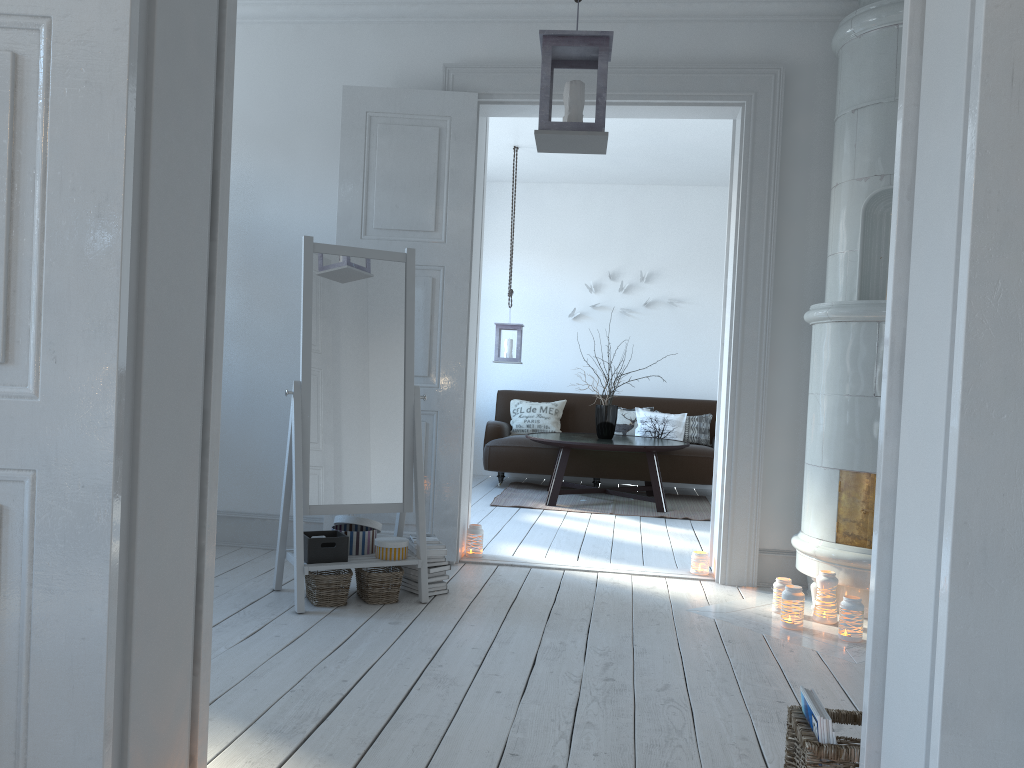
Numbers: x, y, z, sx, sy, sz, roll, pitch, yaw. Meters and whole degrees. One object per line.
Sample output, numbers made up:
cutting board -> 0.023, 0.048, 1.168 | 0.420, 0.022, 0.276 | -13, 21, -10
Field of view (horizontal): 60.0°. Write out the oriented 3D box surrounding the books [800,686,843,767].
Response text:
books -> 0.709, 0.811, 1.835 | 0.201, 0.300, 0.179 | 3, 1, 7

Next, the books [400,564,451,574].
books -> -0.380, 0.792, 3.873 | 0.193, 0.022, 0.128 | 3, 1, 40

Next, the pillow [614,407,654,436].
pillow -> 1.019, 0.366, 7.910 | 0.473, 0.348, 0.158 | 3, 1, 6

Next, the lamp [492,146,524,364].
lamp -> 0.007, -1.048, 7.182 | 0.228, 1.763, 0.228 | 3, 1, 4

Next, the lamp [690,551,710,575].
lamp -> 0.948, 0.903, 4.466 | 0.093, 0.110, 0.093 | 3, 1, 24

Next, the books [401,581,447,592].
books -> -0.388, 0.880, 3.883 | 0.128, 0.016, 0.176 | 2, 1, -42

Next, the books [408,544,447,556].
books -> -0.373, 0.717, 3.869 | 0.128, 0.026, 0.200 | 3, 0, -21

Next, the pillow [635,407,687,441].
pillow -> 1.299, 0.371, 7.797 | 0.471, 0.309, 0.188 | 3, 1, 8

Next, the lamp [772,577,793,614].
lamp -> 1.162, 0.909, 3.805 | 0.084, 0.146, 0.084 | 3, 1, 12

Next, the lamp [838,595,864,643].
lamp -> 1.315, 0.909, 3.436 | 0.089, 0.166, 0.089 | 3, 1, 6

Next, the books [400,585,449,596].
books -> -0.384, 0.898, 3.885 | 0.128, 0.016, 0.178 | 2, 1, -45

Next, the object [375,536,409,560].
object -> -0.504, 0.688, 3.715 | 0.142, 0.074, 0.142 | 3, 1, -9

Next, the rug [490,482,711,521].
rug -> 0.740, 0.911, 7.119 | 1.710, 0.055, 1.456 | 3, 0, 8

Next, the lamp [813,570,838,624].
lamp -> 1.306, 0.885, 3.686 | 0.098, 0.210, 0.098 | 3, 1, 12

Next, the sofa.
sofa -> 0.864, 0.514, 7.864 | 2.165, 0.825, 0.968 | 3, 1, 7

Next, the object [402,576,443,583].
object -> -0.393, 0.848, 3.892 | 0.111, 0.014, 0.156 | 2, 1, -40

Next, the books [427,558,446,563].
books -> -0.382, 0.754, 3.880 | 0.128, 0.016, 0.176 | 3, 0, -26

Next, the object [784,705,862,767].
object -> 0.720, 0.844, 1.833 | 0.270, 0.265, 0.223 | 3, 1, 7

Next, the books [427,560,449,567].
books -> -0.378, 0.772, 3.882 | 0.128, 0.016, 0.178 | 2, 1, -40

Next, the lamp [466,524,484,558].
lamp -> -0.194, 0.818, 4.626 | 0.089, 0.166, 0.089 | 3, 1, 6

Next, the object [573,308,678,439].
object -> 0.883, -0.087, 6.991 | 0.846, 1.066, 0.525 | 2, 1, -22

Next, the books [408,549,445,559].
books -> -0.382, 0.738, 3.877 | 0.128, 0.016, 0.180 | 3, 0, -22

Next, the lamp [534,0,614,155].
lamp -> 0.232, -1.646, 2.814 | 0.228, 1.763, 0.228 | 3, 1, 4

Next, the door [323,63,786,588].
door -> 0.433, -0.309, 4.498 | 2.598, 2.506, 0.577 | 3, 1, 7

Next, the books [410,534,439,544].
books -> -0.384, 0.679, 3.886 | 0.111, 0.014, 0.156 | 3, 0, -13

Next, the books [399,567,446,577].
books -> -0.393, 0.815, 3.883 | 0.167, 0.022, 0.128 | 3, 1, 41

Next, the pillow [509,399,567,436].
pillow -> 0.226, 0.315, 8.054 | 0.519, 0.367, 0.239 | 3, 1, 7

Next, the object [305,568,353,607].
object -> -0.764, 0.825, 3.661 | 0.185, 0.140, 0.295 | 2, 1, -21

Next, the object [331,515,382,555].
object -> -0.675, 0.638, 3.833 | 0.207, 0.159, 0.241 | 3, 1, 15

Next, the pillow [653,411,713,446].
pillow -> 1.512, 0.393, 7.882 | 0.542, 0.288, 0.183 | 3, 1, 8

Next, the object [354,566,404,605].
object -> -0.567, 0.834, 3.743 | 0.185, 0.140, 0.295 | 2, 1, -21

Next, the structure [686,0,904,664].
structure -> 1.537, -0.330, 3.805 | 1.248, 2.829, 0.800 | 2, 2, -38

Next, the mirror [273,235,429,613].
mirror -> -0.649, 0.147, 3.717 | 0.611, 1.489, 0.416 | 2, 2, -28

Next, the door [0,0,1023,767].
door -> 0.039, -0.306, 1.509 | 2.598, 2.506, 0.577 | 3, 1, 7

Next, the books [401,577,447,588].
books -> -0.388, 0.864, 3.880 | 0.128, 0.016, 0.180 | 2, 1, -38

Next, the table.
table -> 0.746, 0.687, 7.087 | 1.300, 0.503, 1.299 | 3, 1, -2

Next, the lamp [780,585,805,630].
lamp -> 1.132, 0.899, 3.575 | 0.089, 0.166, 0.089 | 3, 1, 9

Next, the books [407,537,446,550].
books -> -0.378, 0.695, 3.873 | 0.132, 0.017, 0.186 | 3, 0, -20

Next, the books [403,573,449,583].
books -> -0.386, 0.835, 3.878 | 0.186, 0.017, 0.132 | 3, 1, 45

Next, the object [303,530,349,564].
object -> -0.770, 0.663, 3.614 | 0.165, 0.103, 0.155 | 2, 1, -28

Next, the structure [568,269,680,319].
structure -> 1.048, -0.824, 8.282 | 1.025, 0.478, 0.085 | 3, 1, 7
